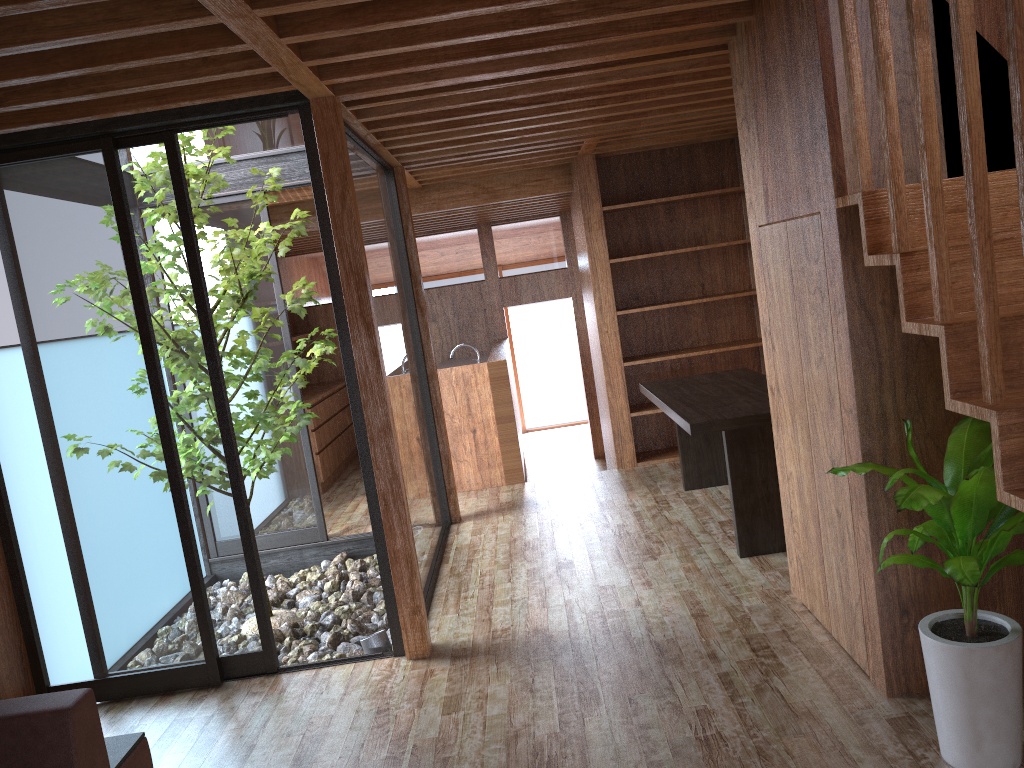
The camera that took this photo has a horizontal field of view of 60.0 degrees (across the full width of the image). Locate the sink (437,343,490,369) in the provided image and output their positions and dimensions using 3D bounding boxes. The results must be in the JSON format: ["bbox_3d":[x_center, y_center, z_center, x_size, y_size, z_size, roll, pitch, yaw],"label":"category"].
[{"bbox_3d":[-0.446,-0.187,7.767,0.558,0.423,2.456,-8,7,1],"label":"sink"}]

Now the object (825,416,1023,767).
[{"bbox_3d":[1.263,0.529,2.375,0.675,1.032,0.630,-10,7,-10],"label":"object"}]

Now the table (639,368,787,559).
[{"bbox_3d":[1.227,0.391,4.996,0.700,0.716,1.670,-8,7,1],"label":"table"}]

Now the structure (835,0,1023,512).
[{"bbox_3d":[1.440,-0.042,1.491,0.829,2.300,2.445,-9,7,1],"label":"structure"}]

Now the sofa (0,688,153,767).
[{"bbox_3d":[-1.197,1.111,1.729,1.699,0.760,2.502,-8,7,1],"label":"sofa"}]

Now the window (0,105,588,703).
[{"bbox_3d":[-0.323,-1.106,4.108,4.104,5.137,13.953,-9,7,1],"label":"window"}]

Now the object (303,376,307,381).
[{"bbox_3d":[-1.865,-0.068,7.382,0.335,0.449,0.316,-7,7,16],"label":"object"}]
